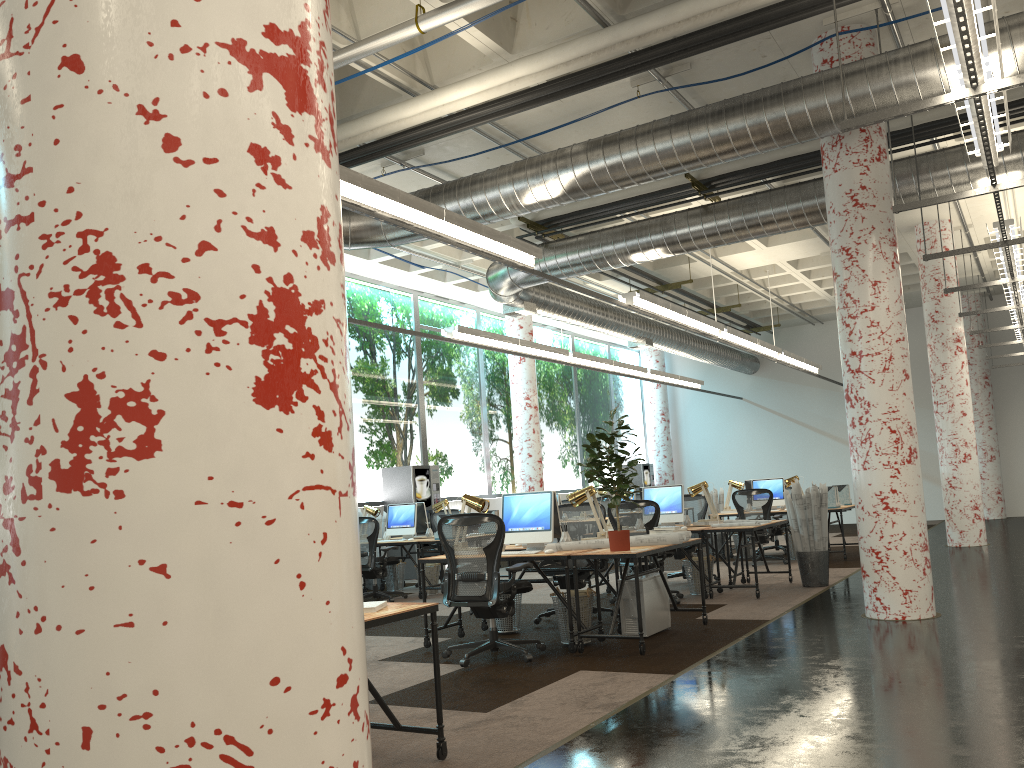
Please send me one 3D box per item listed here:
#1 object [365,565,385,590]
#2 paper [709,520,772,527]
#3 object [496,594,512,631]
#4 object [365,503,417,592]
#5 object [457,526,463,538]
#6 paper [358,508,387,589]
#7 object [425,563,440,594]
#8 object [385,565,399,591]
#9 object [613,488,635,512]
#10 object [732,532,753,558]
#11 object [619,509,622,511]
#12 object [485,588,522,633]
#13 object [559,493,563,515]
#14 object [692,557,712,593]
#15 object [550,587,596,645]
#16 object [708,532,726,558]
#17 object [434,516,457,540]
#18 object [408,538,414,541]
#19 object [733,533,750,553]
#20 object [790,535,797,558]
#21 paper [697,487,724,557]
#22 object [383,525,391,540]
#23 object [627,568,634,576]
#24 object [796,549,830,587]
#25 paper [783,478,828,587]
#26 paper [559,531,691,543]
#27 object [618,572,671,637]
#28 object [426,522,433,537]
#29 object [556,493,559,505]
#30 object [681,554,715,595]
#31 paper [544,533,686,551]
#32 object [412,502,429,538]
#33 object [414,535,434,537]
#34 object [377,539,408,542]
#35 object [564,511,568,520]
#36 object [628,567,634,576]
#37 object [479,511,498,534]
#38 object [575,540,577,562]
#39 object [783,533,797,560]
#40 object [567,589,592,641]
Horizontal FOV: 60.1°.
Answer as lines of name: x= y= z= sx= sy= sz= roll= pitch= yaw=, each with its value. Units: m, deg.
object: x=-2.002 y=2.804 z=12.934 sx=0.353 sy=0.397 sz=0.355 roll=1 pitch=-7 yaw=-40
paper: x=2.490 y=1.509 z=9.620 sx=0.569 sy=0.061 sz=0.627 roll=-8 pitch=-8 yaw=28
object: x=-0.104 y=1.983 z=7.813 sx=0.236 sy=0.401 sz=0.120 roll=-7 pitch=-5 yaw=31
object: x=-1.683 y=2.237 z=11.949 sx=1.081 sy=1.204 sz=0.191 roll=-7 pitch=-5 yaw=31
object: x=-0.752 y=1.818 z=11.295 sx=0.281 sy=0.301 sz=0.150 roll=-7 pitch=-6 yaw=31
paper: x=-2.054 y=2.397 z=12.964 sx=0.441 sy=1.193 sz=0.414 roll=-5 pitch=-5 yaw=9
object: x=-1.058 y=2.565 z=11.697 sx=0.236 sy=0.401 sz=0.120 roll=-7 pitch=-5 yaw=31
object: x=-1.699 y=2.702 z=12.421 sx=0.236 sy=0.401 sz=0.120 roll=-7 pitch=-5 yaw=31
object: x=2.293 y=2.371 z=18.006 sx=0.485 sy=0.483 sz=0.190 roll=-7 pitch=-6 yaw=31
object: x=3.655 y=2.513 z=13.941 sx=0.359 sy=0.433 sz=0.354 roll=-7 pitch=-6 yaw=27
object: x=2.344 y=2.443 z=18.592 sx=0.485 sy=0.483 sz=0.190 roll=-7 pitch=-6 yaw=31
object: x=-0.060 y=1.974 z=7.879 sx=0.359 sy=0.433 sz=0.354 roll=-7 pitch=-6 yaw=27
object: x=0.660 y=2.205 z=15.816 sx=0.485 sy=0.483 sz=0.190 roll=-7 pitch=-6 yaw=31
object: x=2.104 y=2.106 z=9.800 sx=0.236 sy=0.401 sz=0.120 roll=-7 pitch=-5 yaw=31
object: x=0.490 y=1.828 z=7.025 sx=0.359 sy=0.433 sz=0.354 roll=-7 pitch=-6 yaw=27
object: x=3.308 y=2.624 z=14.389 sx=0.353 sy=0.397 sz=0.355 roll=-3 pitch=-6 yaw=-14
object: x=-0.829 y=1.807 z=11.168 sx=0.281 sy=0.301 sz=0.150 roll=-7 pitch=-6 yaw=31
object: x=-1.302 y=2.011 z=11.454 sx=0.059 sy=0.029 sz=0.106 roll=-8 pitch=-8 yaw=32
object: x=3.611 y=2.521 z=13.875 sx=0.236 sy=0.401 sz=0.120 roll=-7 pitch=-5 yaw=31
object: x=4.251 y=2.385 z=13.151 sx=0.236 sy=0.401 sz=0.120 roll=-7 pitch=-5 yaw=31
paper: x=3.256 y=2.217 z=14.418 sx=0.441 sy=1.193 sz=0.414 roll=-5 pitch=-5 yaw=9
object: x=-1.704 y=2.025 z=12.037 sx=0.101 sy=0.208 sz=0.102 roll=-3 pitch=-5 yaw=-14
object: x=1.464 y=2.242 z=10.524 sx=0.236 sy=0.401 sz=0.120 roll=-7 pitch=-5 yaw=31
object: x=3.325 y=2.031 z=9.743 sx=0.353 sy=0.397 sz=0.355 roll=-3 pitch=-6 yaw=-14
paper: x=3.273 y=1.624 z=9.773 sx=0.441 sy=1.193 sz=0.414 roll=-5 pitch=-5 yaw=9
paper: x=0.883 y=1.256 z=7.087 sx=1.134 sy=0.082 sz=0.083 roll=-3 pitch=-6 yaw=-4
object: x=1.105 y=1.818 z=7.336 sx=0.221 sy=0.453 sz=0.542 roll=-7 pitch=-7 yaw=31
object: x=-1.139 y=2.003 z=12.173 sx=0.101 sy=0.208 sz=0.102 roll=-3 pitch=-5 yaw=-14
object: x=0.610 y=2.133 z=15.229 sx=0.485 sy=0.483 sz=0.190 roll=-7 pitch=-6 yaw=31
object: x=2.058 y=2.087 z=9.736 sx=0.359 sy=0.433 sz=0.354 roll=-7 pitch=-6 yaw=27
paper: x=0.796 y=1.244 z=6.945 sx=1.134 sy=0.082 sz=0.083 roll=-5 pitch=-6 yaw=6
object: x=-1.405 y=1.913 z=12.408 sx=0.485 sy=0.483 sz=0.190 roll=-7 pitch=-6 yaw=31
object: x=-1.252 y=2.157 z=12.568 sx=0.440 sy=0.017 sz=0.119 roll=-8 pitch=-8 yaw=31
object: x=-1.577 y=2.059 z=11.628 sx=0.440 sy=0.017 sz=0.119 roll=-8 pitch=-8 yaw=31
object: x=0.927 y=2.295 z=15.580 sx=0.101 sy=0.208 sz=0.102 roll=-3 pitch=-5 yaw=-14
object: x=1.508 y=2.234 z=10.590 sx=0.359 sy=0.433 sz=0.354 roll=-7 pitch=-6 yaw=27
object: x=-0.304 y=1.881 z=12.033 sx=0.281 sy=0.301 sz=0.150 roll=-7 pitch=-6 yaw=31
object: x=1.008 y=2.857 z=15.104 sx=0.236 sy=0.401 sz=0.120 roll=-7 pitch=-5 yaw=31
object: x=4.205 y=2.366 z=13.087 sx=0.359 sy=0.433 sz=0.354 roll=-7 pitch=-6 yaw=27
object: x=0.536 y=1.846 z=7.089 sx=0.236 sy=0.401 sz=0.120 roll=-7 pitch=-5 yaw=31
